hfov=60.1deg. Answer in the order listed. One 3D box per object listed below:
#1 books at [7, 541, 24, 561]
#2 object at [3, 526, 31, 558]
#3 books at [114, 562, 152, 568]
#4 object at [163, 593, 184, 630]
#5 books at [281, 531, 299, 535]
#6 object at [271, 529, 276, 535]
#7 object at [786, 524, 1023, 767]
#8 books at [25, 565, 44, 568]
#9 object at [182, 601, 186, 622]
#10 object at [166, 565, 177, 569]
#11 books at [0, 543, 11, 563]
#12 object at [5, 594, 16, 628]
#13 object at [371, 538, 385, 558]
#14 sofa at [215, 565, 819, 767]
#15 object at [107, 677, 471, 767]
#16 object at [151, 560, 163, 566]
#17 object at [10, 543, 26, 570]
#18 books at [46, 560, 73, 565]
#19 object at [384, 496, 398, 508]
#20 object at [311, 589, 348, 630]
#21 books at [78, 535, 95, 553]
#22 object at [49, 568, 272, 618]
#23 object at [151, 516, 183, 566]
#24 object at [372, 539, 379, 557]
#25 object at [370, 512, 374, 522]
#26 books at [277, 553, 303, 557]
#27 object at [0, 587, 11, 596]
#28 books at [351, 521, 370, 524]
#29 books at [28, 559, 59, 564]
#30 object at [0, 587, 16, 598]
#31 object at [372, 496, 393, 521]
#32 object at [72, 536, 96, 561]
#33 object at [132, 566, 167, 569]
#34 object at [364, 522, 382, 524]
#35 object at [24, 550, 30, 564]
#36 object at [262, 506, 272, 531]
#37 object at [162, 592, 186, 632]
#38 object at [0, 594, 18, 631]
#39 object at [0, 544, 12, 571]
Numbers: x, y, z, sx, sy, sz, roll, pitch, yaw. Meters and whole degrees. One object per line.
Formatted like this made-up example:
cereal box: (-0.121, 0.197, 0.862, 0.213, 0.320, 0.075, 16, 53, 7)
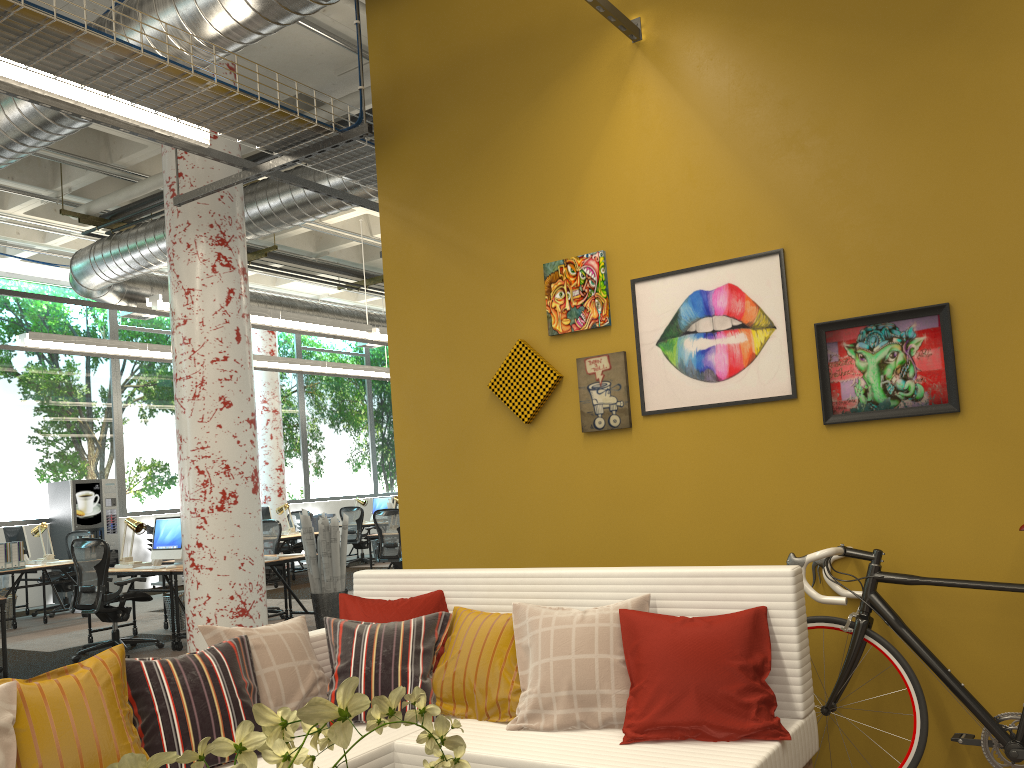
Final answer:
books: (-5.731, 1.977, 10.224, 0.234, 0.309, 0.068, -7, -4, 33)
object: (-6.361, 2.062, 11.331, 0.485, 0.484, 0.190, -7, -5, 33)
books: (-3.831, 1.833, 8.962, 0.310, 0.038, 0.226, -8, -8, 33)
object: (-3.565, 2.400, 9.343, 0.236, 0.402, 0.120, -7, -5, 34)
books: (-3.651, 2.425, 14.387, 0.310, 0.038, 0.226, -8, -8, 33)
object: (-3.904, 2.362, 14.412, 0.101, 0.208, 0.102, -3, -4, -12)
object: (1.624, 1.000, 3.089, 1.742, 1.036, 0.401, -9, -6, 39)
books: (-5.679, 2.144, 10.416, 0.243, 0.019, 0.206, -5, -6, 11)
object: (-3.003, 2.254, 8.530, 0.359, 0.433, 0.353, -7, -5, 30)
object: (-3.212, 1.723, 8.349, 0.059, 0.029, 0.106, -8, -7, 34)
books: (-5.813, 1.969, 10.101, 0.234, 0.309, 0.068, -7, -4, 33)
object: (-6.037, 2.725, 10.619, 0.236, 0.402, 0.120, -7, -5, 34)
object: (-2.609, 3.222, 17.467, 0.359, 0.433, 0.353, -7, -5, 30)
sofa: (-0.581, 1.129, 2.389, 2.024, 0.928, 2.858, -8, -7, 33)
object: (-0.395, 0.861, 1.547, 0.788, 0.614, 0.419, 1, -7, -44)
object: (-3.591, 1.729, 8.947, 0.101, 0.208, 0.102, -3, -4, -12)
object: (-5.753, 1.981, 10.192, 0.281, 0.301, 0.150, -7, -5, 33)
books: (-5.454, 2.154, 10.681, 0.200, 0.024, 0.236, -5, -6, 7)
object: (-2.369, 2.439, 17.364, 0.485, 0.484, 0.190, -7, -5, 33)
object: (-1.738, 2.185, 8.486, 0.353, 0.397, 0.354, -3, -5, -12)
books: (-5.255, 2.022, 10.944, 0.234, 0.309, 0.068, -7, -4, 33)
object: (-4.921, 2.869, 12.759, 0.367, 0.435, 3.411, -8, -7, 42)
object: (-3.353, 1.548, 8.720, 0.485, 0.484, 0.190, -7, -5, 33)
object: (-2.655, 3.232, 17.403, 0.236, 0.402, 0.120, -7, -5, 34)
object: (-2.681, 2.561, 17.007, 0.101, 0.208, 0.102, -3, -4, -12)
books: (-2.235, 1.720, 8.900, 0.243, 0.019, 0.206, -2, -7, -19)
object: (-6.929, 2.950, 11.896, 0.353, 0.397, 0.355, -1, -6, -37)
books: (-2.921, 2.665, 17.022, 0.310, 0.038, 0.226, -8, -8, 33)
books: (-5.851, 2.217, 11.063, 0.310, 0.038, 0.226, -8, -8, 33)
object: (-6.603, 2.844, 11.434, 0.353, 0.433, 0.370, -2, -5, -21)
object: (-2.443, 2.380, 16.780, 0.485, 0.484, 0.190, -7, -5, 33)
object: (-5.276, 2.026, 10.912, 0.281, 0.301, 0.150, -7, -5, 33)
object: (-3.480, 1.770, 8.535, 0.440, 0.017, 0.119, -8, -8, 33)
object: (-2.570, 2.602, 16.595, 0.440, 0.017, 0.119, -8, -8, 33)
object: (-6.104, 2.154, 11.087, 0.101, 0.208, 0.102, -3, -4, -12)
object: (-4.162, 2.270, 14.655, 0.485, 0.484, 0.190, -7, -5, 33)
object: (-3.519, 2.390, 9.407, 0.359, 0.433, 0.353, -7, -5, 30)
object: (-6.086, 2.708, 10.557, 0.359, 0.433, 0.353, -7, -5, 30)
object: (-5.834, 1.974, 10.069, 0.281, 0.301, 0.150, -7, -5, 33)
